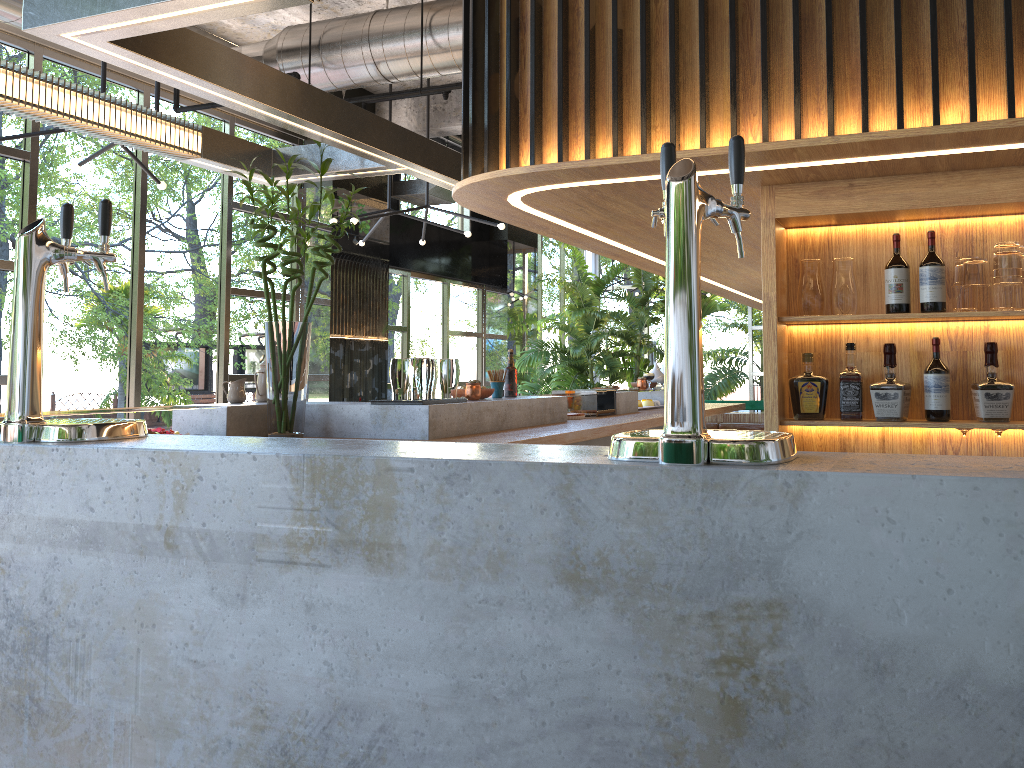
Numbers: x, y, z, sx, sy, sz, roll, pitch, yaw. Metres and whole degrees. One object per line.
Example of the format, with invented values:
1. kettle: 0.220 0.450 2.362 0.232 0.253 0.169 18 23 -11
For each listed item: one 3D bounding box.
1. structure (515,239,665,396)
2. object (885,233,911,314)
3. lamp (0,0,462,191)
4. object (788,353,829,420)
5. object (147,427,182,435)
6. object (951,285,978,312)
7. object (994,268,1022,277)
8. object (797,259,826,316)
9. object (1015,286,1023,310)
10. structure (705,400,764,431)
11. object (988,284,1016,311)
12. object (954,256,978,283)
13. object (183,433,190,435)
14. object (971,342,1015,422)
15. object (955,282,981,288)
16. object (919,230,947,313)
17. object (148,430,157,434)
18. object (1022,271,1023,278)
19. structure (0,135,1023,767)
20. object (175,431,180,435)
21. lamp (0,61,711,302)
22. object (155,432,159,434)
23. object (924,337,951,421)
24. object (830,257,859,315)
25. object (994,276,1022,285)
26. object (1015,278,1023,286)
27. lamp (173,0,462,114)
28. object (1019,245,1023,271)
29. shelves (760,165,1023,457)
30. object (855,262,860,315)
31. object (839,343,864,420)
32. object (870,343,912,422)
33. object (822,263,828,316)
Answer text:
1. structure: 1.332 -0.485 13.152 2.399 3.448 2.699 0 -2 9
2. object: 1.396 -0.397 3.217 0.089 0.300 0.083 1 -4 -17
3. lamp: 1.199 -2.111 5.042 4.838 2.138 6.921 0 0 19
4. object: 1.108 0.008 3.317 0.149 0.249 0.095 -1 -3 11
5. object: -1.428 0.213 3.583 0.176 0.081 0.139 0 0 17
6. object: 1.581 -0.296 3.101 0.087 0.092 0.090 -1 -2 14
7. object: 1.693 -0.411 3.034 0.085 0.092 0.092 -1 -2 27
8. object: 1.105 -0.355 3.277 0.110 0.210 0.100 2 -3 -31
9. object: 1.779 -0.297 3.132 0.085 0.092 0.092 -1 -2 34
10. structure: -0.284 0.492 6.277 5.832 1.553 20.749 0 1 25
11. object: 1.701 -0.296 3.081 0.087 0.092 0.090 -1 -2 14
12. object: 1.638 -0.411 3.195 0.092 0.092 0.085 1 -2 -31
13. object: -1.462 0.215 3.596 0.086 0.059 0.348 -1 0 38
14. object: 1.690 -0.008 3.126 0.121 0.281 0.125 -1 -3 12
15. object: 1.638 -0.390 3.193 0.085 0.092 0.092 -1 -2 27
16. object: 1.492 -0.396 3.152 0.089 0.299 0.083 1 -4 -17
17. object: -1.454 0.212 3.447 0.129 0.074 0.204 0 0 24
18. object: 1.755 -0.412 3.116 0.087 0.092 0.090 -1 -2 13
19. structure: 1.472 0.411 4.595 5.650 1.735 7.352 0 0 24
20. object: -1.426 0.224 3.672 0.093 0.052 0.125 0 0 -17
21. lamp: 0.010 -2.270 6.610 4.919 1.828 19.500 0 1 25
22. object: -1.471 0.218 3.596 0.293 0.061 0.422 0 1 1
23. object: 1.515 -0.018 3.166 0.089 0.299 0.083 1 -4 -17
24. object: 1.214 -0.355 3.244 0.110 0.210 0.100 2 -3 -31
25. object: -0.172 -0.145 0.512 0.101 0.503 6.342 -3 -1 37
26. object: 1.755 -0.390 3.114 0.087 0.092 0.090 -1 -2 13
27. lamp: 1.029 -2.486 10.984 3.667 1.535 10.341 0 1 23
28. object: 1.755 -0.438 3.118 0.086 0.092 0.091 -1 -2 19
29. shelves: 1.482 0.266 3.166 1.074 2.064 0.289 -1 -4 22
30. object: 1.250 -0.356 3.331 0.110 0.210 0.100 2 -3 -31
31. object: 1.247 -0.010 3.263 0.080 0.283 0.085 -1 -4 24
32. object: 1.365 -0.007 3.201 0.118 0.281 0.129 -2 -4 37
33. object: 1.150 -0.356 3.384 0.110 0.210 0.100 2 -3 -31
